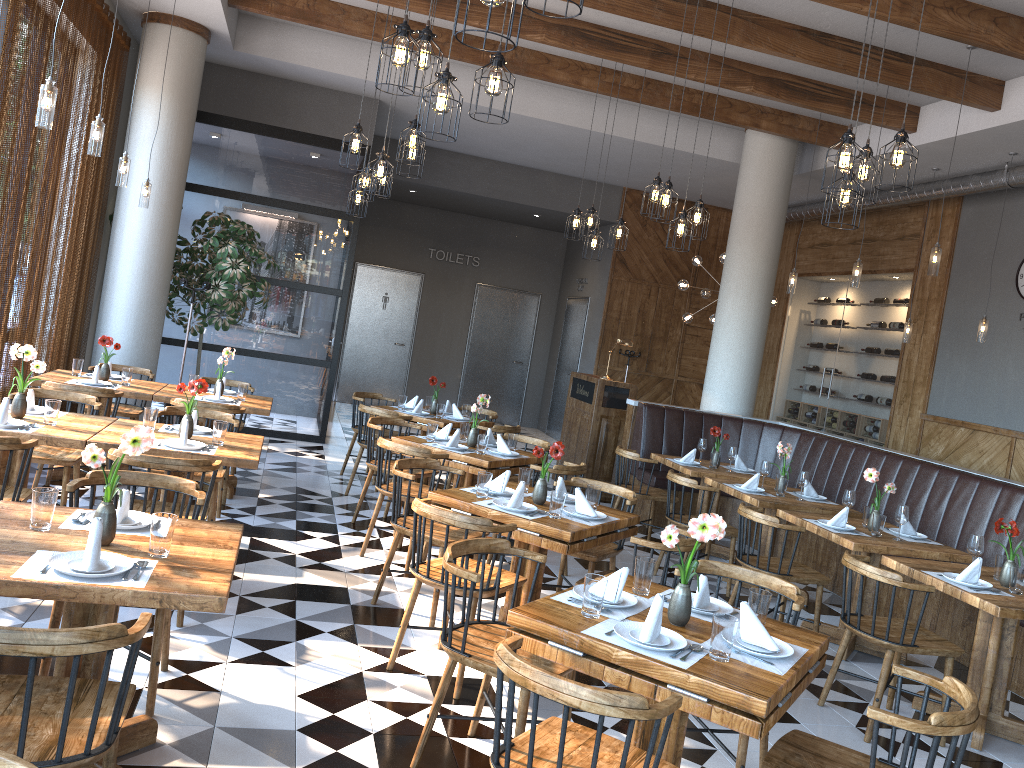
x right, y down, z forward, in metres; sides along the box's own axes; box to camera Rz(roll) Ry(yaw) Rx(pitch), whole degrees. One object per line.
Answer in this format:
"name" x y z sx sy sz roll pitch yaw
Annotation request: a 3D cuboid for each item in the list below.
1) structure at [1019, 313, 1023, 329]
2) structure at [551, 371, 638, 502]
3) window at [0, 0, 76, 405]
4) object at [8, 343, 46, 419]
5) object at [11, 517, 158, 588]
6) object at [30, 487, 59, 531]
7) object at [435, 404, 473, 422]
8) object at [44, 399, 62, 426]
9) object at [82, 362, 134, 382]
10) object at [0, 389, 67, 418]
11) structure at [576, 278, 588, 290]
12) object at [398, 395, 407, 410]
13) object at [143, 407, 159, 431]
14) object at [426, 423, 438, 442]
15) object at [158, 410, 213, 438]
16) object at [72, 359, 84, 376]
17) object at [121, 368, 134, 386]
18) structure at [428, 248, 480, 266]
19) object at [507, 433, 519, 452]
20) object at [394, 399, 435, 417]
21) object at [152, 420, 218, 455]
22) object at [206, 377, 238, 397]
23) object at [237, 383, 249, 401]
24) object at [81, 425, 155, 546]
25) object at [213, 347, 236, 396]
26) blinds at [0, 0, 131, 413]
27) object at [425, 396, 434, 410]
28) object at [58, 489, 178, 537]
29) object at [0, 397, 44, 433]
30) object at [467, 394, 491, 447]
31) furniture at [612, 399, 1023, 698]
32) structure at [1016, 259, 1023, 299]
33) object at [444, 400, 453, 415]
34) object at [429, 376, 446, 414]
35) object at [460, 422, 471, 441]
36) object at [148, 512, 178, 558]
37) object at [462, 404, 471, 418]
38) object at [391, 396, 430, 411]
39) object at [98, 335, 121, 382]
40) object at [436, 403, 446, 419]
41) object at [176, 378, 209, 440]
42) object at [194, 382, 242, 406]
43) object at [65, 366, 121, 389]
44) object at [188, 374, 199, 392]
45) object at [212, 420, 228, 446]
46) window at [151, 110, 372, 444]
"structure" 5.276 -0.619 9.000 0.021 0.197 0.306 9 3 -14
"structure" 1.004 0.580 10.120 0.644 1.299 1.048 9 2 -14
"window" -1.286 -0.550 0.771 4.479 3.162 15.193 7 4 -37
"object" -2.658 -0.015 4.833 0.206 0.400 0.146 9 1 -10
"object" -1.244 0.479 2.628 0.351 0.137 0.272 8 3 -14
"object" -1.550 0.415 2.927 0.080 0.132 0.080 8 2 -29
"object" -0.505 0.262 8.267 0.273 0.137 0.351 11 4 31
"object" -2.477 0.154 4.768 0.080 0.132 0.080 10 2 21
"object" -3.254 -0.118 7.158 0.351 0.137 0.272 8 3 -14
"object" -2.745 0.090 5.061 0.351 0.137 0.272 8 3 -14
"structure" 1.149 -1.644 14.620 0.025 0.197 0.567 9 3 -14
"object" -1.033 0.175 8.321 0.080 0.132 0.080 8 2 -39
"object" -2.067 0.203 5.056 0.080 0.132 0.080 8 2 -29
"object" -0.589 0.357 6.494 0.080 0.132 0.080 9 2 1
"object" -1.893 0.216 5.275 0.351 0.137 0.272 8 3 -14
"object" -3.410 -0.128 6.952 0.080 0.132 0.080 9 2 1
"object" -2.988 -0.055 6.874 0.080 0.132 0.080 9 2 1
"structure" -1.007 -2.188 15.343 0.914 0.166 0.035 8 1 -14
"object" 0.003 0.443 6.656 0.080 0.132 0.080 9 2 1
"object" -0.868 0.208 8.172 0.353 0.137 0.271 11 3 31
"object" -1.762 0.268 4.760 0.351 0.137 0.272 8 3 -14
"object" -2.402 0.008 7.373 0.351 0.137 0.272 8 3 -14
"object" -2.156 0.067 7.084 0.080 0.132 0.080 8 2 -29
"object" -1.284 0.326 2.855 0.147 0.400 0.206 10 2 40
"object" -2.309 -0.096 7.124 0.146 0.400 0.207 9 2 -22
"blinds" -3.084 -1.153 4.891 0.159 3.577 7.287 9 3 -14
"object" -0.812 0.189 8.695 0.080 0.132 0.080 10 2 11
"object" -1.375 0.427 3.143 0.351 0.137 0.272 8 3 -14
"object" -2.613 0.143 4.545 0.351 0.137 0.272 8 3 -14
"object" -0.245 0.272 6.567 0.146 0.400 0.207 9 1 -3
"furniture" 2.815 1.173 6.386 1.914 1.149 6.607 9 3 -14
"structure" 5.344 -1.100 8.978 0.046 0.560 0.562 9 2 -14
"object" -0.600 0.224 8.632 0.353 0.137 0.271 11 3 31
"object" -0.742 0.103 8.424 0.171 0.355 0.156 10 2 33
"object" -0.368 0.370 6.867 0.080 0.132 0.080 9 2 1
"object" -1.127 0.488 2.849 0.080 0.132 0.080 8 2 -29
"object" -0.441 0.262 8.483 0.080 0.132 0.080 10 2 11
"object" -0.963 0.171 8.537 0.273 0.137 0.351 11 4 31
"object" -3.172 -0.201 6.935 0.155 0.355 0.171 8 2 -38
"object" -0.656 0.250 8.099 0.080 0.132 0.080 9 2 1
"object" -1.803 0.139 4.963 0.155 0.355 0.171 8 2 -35
"object" -2.271 0.060 6.857 0.351 0.137 0.272 8 3 -14
"object" -3.123 -0.066 6.643 0.351 0.137 0.272 8 3 -14
"object" -2.578 -0.006 7.162 0.080 0.132 0.080 8 2 -29
"object" -1.644 0.276 4.978 0.080 0.132 0.080 8 2 -29
"window" -3.434 -1.318 11.114 2.723 3.546 2.192 9 2 -14
